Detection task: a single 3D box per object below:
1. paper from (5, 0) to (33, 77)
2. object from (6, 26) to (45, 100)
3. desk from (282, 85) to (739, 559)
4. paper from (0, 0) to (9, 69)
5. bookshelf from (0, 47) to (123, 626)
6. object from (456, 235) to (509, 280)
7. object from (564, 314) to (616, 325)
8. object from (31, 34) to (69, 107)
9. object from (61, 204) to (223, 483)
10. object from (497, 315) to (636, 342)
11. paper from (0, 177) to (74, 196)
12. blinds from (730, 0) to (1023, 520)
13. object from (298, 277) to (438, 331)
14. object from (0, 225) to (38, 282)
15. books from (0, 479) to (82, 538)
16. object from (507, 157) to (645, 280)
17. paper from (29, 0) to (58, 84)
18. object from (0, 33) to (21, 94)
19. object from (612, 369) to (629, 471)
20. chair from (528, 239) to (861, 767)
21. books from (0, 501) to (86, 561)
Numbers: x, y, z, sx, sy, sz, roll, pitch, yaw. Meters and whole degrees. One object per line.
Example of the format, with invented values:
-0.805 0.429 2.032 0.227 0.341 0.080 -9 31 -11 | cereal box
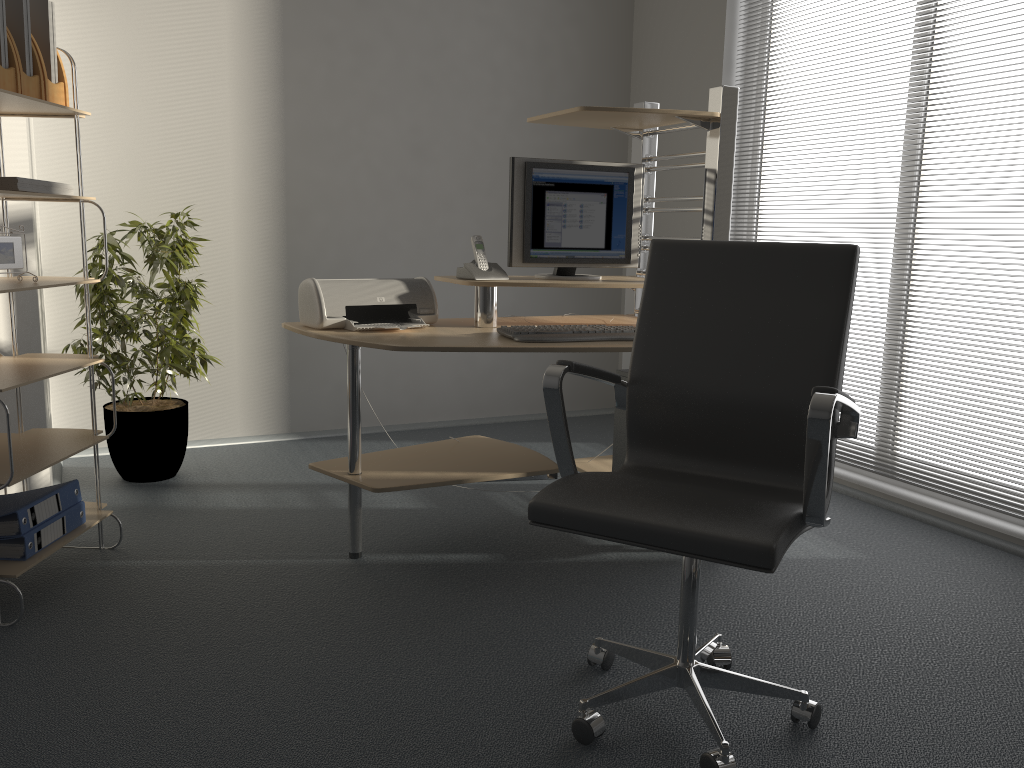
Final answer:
-1.439 -0.932 2.448 0.213 0.297 0.045 2 10 1 | paper
-1.438 -0.910 2.431 0.243 0.259 0.113 2 10 1 | object
0.078 -0.223 2.927 1.469 1.566 0.967 -3 11 -26 | desk
-1.439 -0.911 2.326 0.213 0.297 0.045 1 10 -1 | paper
-1.453 -0.184 2.497 0.381 1.572 0.724 2 10 1 | bookshelf
-0.103 -0.439 3.075 0.150 0.151 0.119 -7 13 -40 | object
0.406 -0.210 3.241 0.168 0.088 0.742 -3 11 -24 | object
-1.430 -0.930 2.554 0.243 0.259 0.113 2 10 4 | object
-1.494 -0.167 3.669 0.544 1.147 0.644 2 10 2 | object
0.113 -0.184 3.066 0.478 0.082 0.814 -2 10 -18 | object
-1.429 -0.561 2.529 0.213 0.046 0.297 1 10 1 | paper
1.523 -0.994 3.517 0.037 2.749 1.950 -3 11 -26 | blinds
-0.439 -0.268 2.934 0.438 0.162 0.351 -5 12 -34 | object
-1.427 -0.360 2.458 0.077 0.161 0.192 5 10 19 | object
-1.463 0.365 2.579 0.263 0.100 0.320 2 10 2 | books
0.221 -0.595 3.235 0.516 0.418 0.245 -1 10 -11 | object
-1.429 -0.953 2.570 0.213 0.297 0.045 2 10 4 | paper
-1.438 -0.888 2.309 0.243 0.259 0.113 1 10 -1 | object
0.575 0.187 3.163 0.199 0.422 0.471 -3 11 -26 | object
0.402 0.221 1.919 0.584 1.048 0.652 7 11 29 | chair
-1.454 0.419 2.588 0.262 0.072 0.320 2 10 2 | books
